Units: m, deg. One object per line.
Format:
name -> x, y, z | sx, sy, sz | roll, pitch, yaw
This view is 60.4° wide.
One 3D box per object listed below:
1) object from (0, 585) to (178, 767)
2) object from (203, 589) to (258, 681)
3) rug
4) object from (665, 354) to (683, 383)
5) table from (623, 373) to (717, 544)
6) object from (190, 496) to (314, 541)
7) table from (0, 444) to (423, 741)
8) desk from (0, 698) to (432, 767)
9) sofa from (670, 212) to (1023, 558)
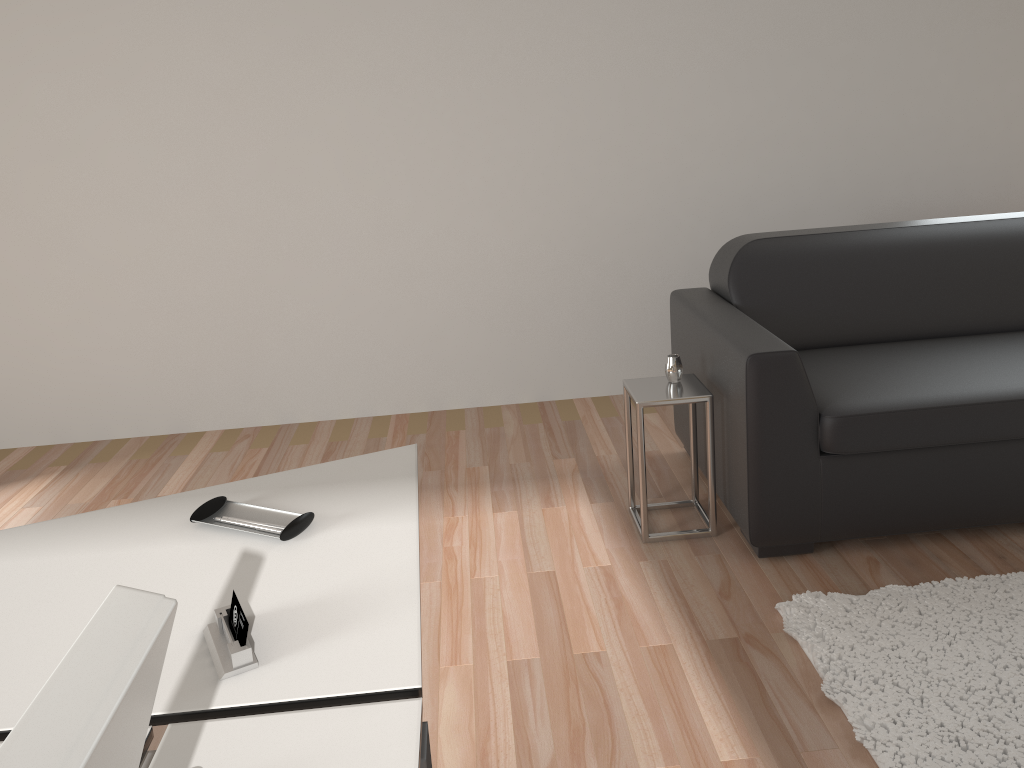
object -> -0.244, 0.396, 0.331 | 0.197, 0.420, 0.479 | -5, 15, -2
object -> -0.382, 0.330, 1.180 | 0.049, 0.054, 0.133 | -11, 18, -26
rug -> 1.736, 0.718, 1.749 | 2.025, 0.044, 1.491 | -5, 18, -3
object -> 0.523, -0.050, 2.844 | 0.058, 0.084, 0.058 | -13, 16, -32
table -> 0.508, 0.234, 2.848 | 0.238, 0.458, 0.233 | -5, 13, -3
object -> -0.455, 0.233, 1.539 | 0.216, 0.030, 0.092 | 5, 19, 26
table -> -0.591, 0.624, 1.493 | 0.926, 0.671, 0.833 | -6, 15, -5
desk -> -0.429, 0.985, 0.319 | 0.804, 0.668, 1.647 | -5, 17, -2
sofa -> 1.767, -0.101, 3.007 | 2.258, 0.815, 0.978 | -5, 15, -3
